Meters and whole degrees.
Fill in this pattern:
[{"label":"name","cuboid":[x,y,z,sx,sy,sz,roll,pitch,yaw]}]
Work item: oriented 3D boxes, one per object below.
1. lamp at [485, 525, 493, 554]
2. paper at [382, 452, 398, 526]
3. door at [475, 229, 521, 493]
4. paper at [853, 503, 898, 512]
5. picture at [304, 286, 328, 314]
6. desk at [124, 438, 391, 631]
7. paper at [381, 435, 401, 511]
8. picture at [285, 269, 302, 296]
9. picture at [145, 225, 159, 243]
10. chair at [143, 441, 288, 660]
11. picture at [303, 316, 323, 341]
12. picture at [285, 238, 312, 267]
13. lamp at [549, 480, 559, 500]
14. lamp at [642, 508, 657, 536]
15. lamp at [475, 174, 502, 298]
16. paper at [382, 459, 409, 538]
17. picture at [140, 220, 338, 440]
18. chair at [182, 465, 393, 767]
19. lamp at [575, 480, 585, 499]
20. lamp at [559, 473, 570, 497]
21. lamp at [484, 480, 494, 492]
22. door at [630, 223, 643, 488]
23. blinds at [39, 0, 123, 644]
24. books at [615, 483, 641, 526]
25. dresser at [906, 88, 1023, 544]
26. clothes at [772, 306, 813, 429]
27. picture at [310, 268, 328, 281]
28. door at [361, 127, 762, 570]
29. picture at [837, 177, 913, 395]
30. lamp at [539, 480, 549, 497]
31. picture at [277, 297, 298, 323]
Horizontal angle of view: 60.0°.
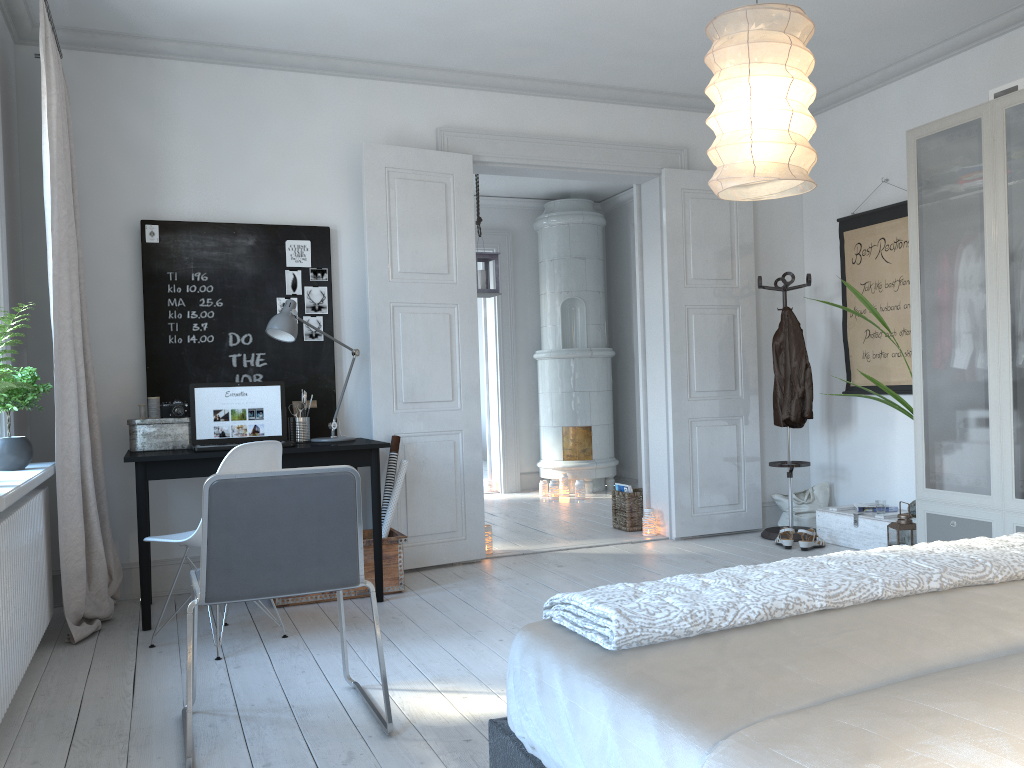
[{"label":"lamp","cuboid":[-0.162,0.936,5.337,0.089,0.166,0.089,-2,1,-29]},{"label":"paper","cuboid":[-0.662,0.693,4.613,0.043,0.669,0.266,-2,1,23]},{"label":"door","cuboid":[-0.789,-0.185,8.321,2.598,2.506,0.577,-2,1,-22]},{"label":"paper","cuboid":[2.156,0.735,5.267,0.222,0.031,0.175,-2,0,10]},{"label":"picture","cuboid":[-1.056,-0.454,4.784,0.121,0.153,0.002,-2,1,-22]},{"label":"desk","cuboid":[-1.222,0.681,4.292,1.159,0.759,0.651,-2,0,-22]},{"label":"paper","cuboid":[-0.665,0.651,4.687,0.048,0.747,0.297,-2,1,23]},{"label":"picture","cuboid":[-1.167,-0.543,4.740,0.083,0.146,0.002,-2,1,-22]},{"label":"picture","cuboid":[-1.818,-0.760,4.481,0.061,0.088,0.004,-2,1,-25]},{"label":"chair","cuboid":[-1.189,0.643,3.617,0.554,0.824,0.474,-2,1,33]},{"label":"picture","cuboid":[-1.071,-0.301,4.778,0.103,0.136,0.001,-2,1,-22]},{"label":"picture","cuboid":[-1.141,-0.704,4.750,0.147,0.154,0.004,-2,1,-22]},{"label":"lamp","cuboid":[0.374,0.941,7.874,0.089,0.166,0.089,-2,1,-20]},{"label":"lamp","cuboid":[0.894,0.899,5.772,0.093,0.180,0.093,-2,1,-39]},{"label":"lamp","cuboid":[-0.257,-1.549,6.734,0.228,1.762,0.228,-2,1,-25]},{"label":"paper","cuboid":[-0.639,0.709,4.558,0.283,0.627,0.041,-2,1,-44]},{"label":"picture","cuboid":[-1.420,-0.257,4.671,0.952,1.172,0.064,-2,1,-22]},{"label":"chair","cuboid":[-0.708,0.636,2.678,0.562,0.797,0.525,-2,0,-22]},{"label":"lamp","cuboid":[0.602,0.933,7.843,0.089,0.166,0.089,-2,1,-23]},{"label":"lamp","cuboid":[0.471,0.917,8.056,0.098,0.210,0.098,-2,1,-17]},{"label":"lamp","cuboid":[-0.221,0.983,8.562,0.093,0.110,0.093,-2,0,-5]},{"label":"door","cuboid":[1.587,-0.267,7.645,0.306,2.506,1.599,-2,1,-22]},{"label":"blinds","cuboid":[-1.912,-0.245,3.949,0.225,2.648,0.831,-2,1,-22]},{"label":"books","cuboid":[0.850,0.836,6.148,0.201,0.300,0.179,-2,1,-22]},{"label":"dresser","cuboid":[2.479,-0.162,3.739,0.630,2.163,1.432,-2,1,-22]},{"label":"clothes","cuboid":[1.748,-0.102,5.537,0.237,0.770,0.211,-2,1,11]},{"label":"picture","cuboid":[-1.044,-0.593,4.790,0.095,0.071,0.001,-2,1,-22]},{"label":"door","cuboid":[0.331,-0.236,5.521,2.598,2.506,0.577,-2,1,-22]},{"label":"picture","cuboid":[2.272,-0.592,5.357,0.057,1.313,0.793,-2,1,-22]},{"label":"lamp","cuboid":[0.289,0.954,8.090,0.084,0.146,0.084,-2,1,-17]},{"label":"picture","cuboid":[-1.197,-0.390,4.727,0.107,0.150,0.001,-2,1,-22]}]
